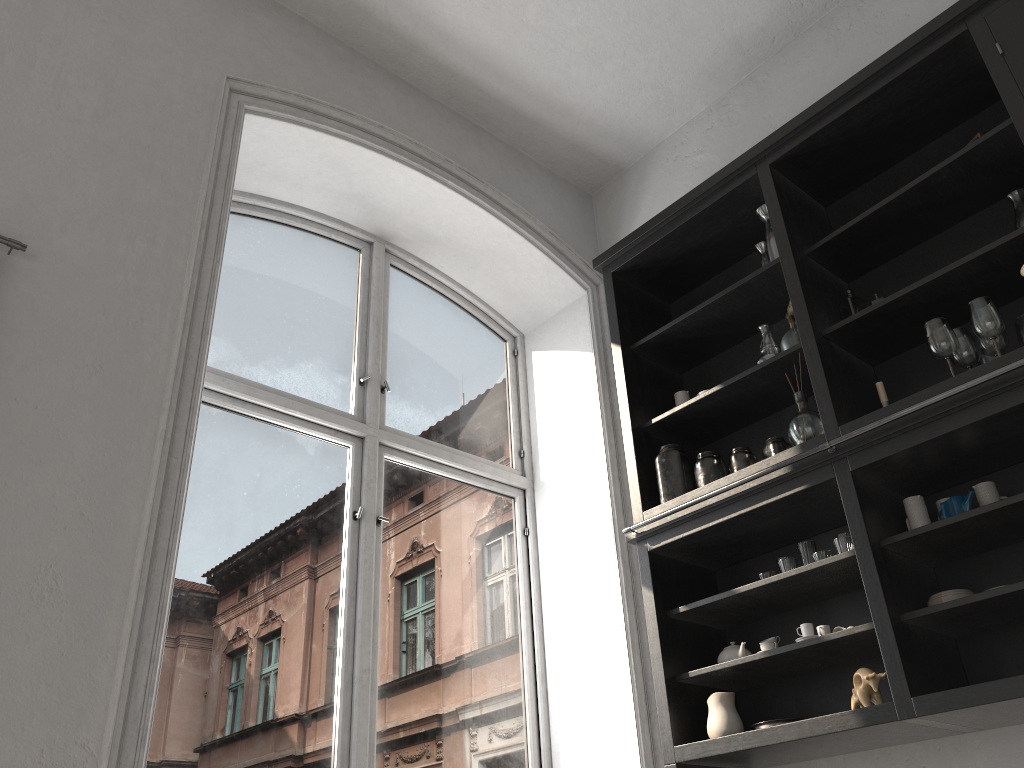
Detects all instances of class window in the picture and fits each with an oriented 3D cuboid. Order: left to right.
[{"bbox_3d":[2.000,0.098,11.224,14.407,15.875,26.457,22,-39,-35],"label":"window"}]

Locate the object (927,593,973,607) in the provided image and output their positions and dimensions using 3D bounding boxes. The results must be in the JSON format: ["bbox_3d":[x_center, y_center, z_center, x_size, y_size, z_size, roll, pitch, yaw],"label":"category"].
[{"bbox_3d":[-1.221,0.770,0.751,5.834,1.835,0.794,18,-37,-32],"label":"object"}]

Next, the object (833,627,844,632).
[{"bbox_3d":[1.008,0.767,2.710,0.049,0.040,0.056,-14,-33,17],"label":"object"}]

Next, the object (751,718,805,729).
[{"bbox_3d":[0.838,1.076,2.754,0.180,0.037,0.180,-21,-35,27],"label":"object"}]

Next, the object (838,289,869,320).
[{"bbox_3d":[1.172,-0.243,3.027,0.084,0.199,0.065,8,-32,-18],"label":"object"}]

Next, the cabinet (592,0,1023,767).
[{"bbox_3d":[1.580,0.346,1.984,0.636,3.569,3.258,22,-39,-35],"label":"cabinet"}]

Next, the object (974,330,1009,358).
[{"bbox_3d":[1.413,-0.095,2.588,0.083,0.220,0.083,23,-39,-36],"label":"object"}]

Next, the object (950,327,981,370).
[{"bbox_3d":[1.359,-0.061,2.641,0.083,0.220,0.083,-26,-38,33],"label":"object"}]

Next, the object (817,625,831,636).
[{"bbox_3d":[0.952,0.768,2.710,0.049,0.054,0.039,6,-32,-15],"label":"object"}]

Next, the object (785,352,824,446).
[{"bbox_3d":[0.958,0.057,2.932,0.134,0.356,0.135,-4,-31,2],"label":"object"}]

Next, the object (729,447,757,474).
[{"bbox_3d":[0.819,0.303,3.127,0.097,0.149,0.097,-24,-36,30],"label":"object"}]

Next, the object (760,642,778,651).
[{"bbox_3d":[0.834,0.860,2.866,0.056,0.033,0.058,-15,-33,19],"label":"object"}]

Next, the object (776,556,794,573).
[{"bbox_3d":[0.923,0.636,2.958,0.060,0.107,0.061,-11,-32,13],"label":"object"}]

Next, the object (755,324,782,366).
[{"bbox_3d":[0.946,-0.115,3.240,0.132,0.218,0.132,-15,-33,19],"label":"object"}]

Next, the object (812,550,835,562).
[{"bbox_3d":[0.977,0.553,2.767,0.071,0.047,0.072,-1,-31,-4],"label":"object"}]

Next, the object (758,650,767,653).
[{"bbox_3d":[0.834,0.873,2.860,0.085,0.017,0.085,-29,-39,36],"label":"object"}]

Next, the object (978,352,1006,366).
[{"bbox_3d":[1.474,-0.035,2.695,0.083,0.220,0.084,3,-31,-10],"label":"object"}]

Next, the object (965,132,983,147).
[{"bbox_3d":[1.504,-0.718,2.904,0.056,0.121,0.167,6,-32,-15],"label":"object"}]

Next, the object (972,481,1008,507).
[{"bbox_3d":[1.394,0.353,2.558,0.082,0.135,0.059,-20,-35,26],"label":"object"}]

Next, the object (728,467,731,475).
[{"bbox_3d":[0.848,0.366,3.258,0.092,0.184,0.092,-10,-31,11],"label":"object"}]

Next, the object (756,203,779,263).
[{"bbox_3d":[1.006,-0.533,3.367,0.097,0.329,0.100,25,-41,-38],"label":"object"}]

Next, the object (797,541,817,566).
[{"bbox_3d":[0.954,0.563,2.839,0.060,0.107,0.061,5,-32,-13],"label":"object"}]

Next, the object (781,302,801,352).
[{"bbox_3d":[1.002,-0.230,3.170,0.123,0.339,0.119,10,-33,-20],"label":"object"}]

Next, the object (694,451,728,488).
[{"bbox_3d":[0.711,0.326,3.161,0.114,0.155,0.114,19,-38,-33],"label":"object"}]

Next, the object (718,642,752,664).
[{"bbox_3d":[0.752,0.922,2.990,0.125,0.099,0.141,-19,-34,24],"label":"object"}]

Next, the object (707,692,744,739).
[{"bbox_3d":[0.680,1.073,2.840,0.116,0.144,0.128,-17,-34,22],"label":"object"}]

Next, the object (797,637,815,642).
[{"bbox_3d":[0.929,0.805,2.755,0.085,0.016,0.085,3,-31,-9],"label":"object"}]

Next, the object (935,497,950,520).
[{"bbox_3d":[1.308,0.413,2.650,0.082,0.135,0.059,4,-32,-13],"label":"object"}]

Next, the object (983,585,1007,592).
[{"bbox_3d":[1.373,0.593,2.471,0.112,0.035,0.113,-3,-31,0],"label":"object"}]

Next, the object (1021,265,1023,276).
[{"bbox_3d":[1.479,-0.230,2.414,0.094,0.266,0.117,-3,-31,-1],"label":"object"}]

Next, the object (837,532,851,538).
[{"bbox_3d":[1.064,0.526,2.788,0.060,0.107,0.061,-14,-32,17],"label":"object"}]

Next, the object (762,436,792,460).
[{"bbox_3d":[0.948,0.281,3.135,0.092,0.184,0.092,12,-34,-24],"label":"object"}]

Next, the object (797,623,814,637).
[{"bbox_3d":[0.924,0.781,2.776,0.039,0.054,0.050,9,-33,-19],"label":"object"}]

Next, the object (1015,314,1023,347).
[{"bbox_3d":[1.540,-0.100,2.592,0.083,0.220,0.083,23,-39,-36],"label":"object"}]

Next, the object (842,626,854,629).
[{"bbox_3d":[1.031,0.756,2.701,0.048,0.041,0.058,-17,-34,21],"label":"object"}]

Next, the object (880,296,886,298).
[{"bbox_3d":[1.296,-0.224,3.047,0.065,0.176,0.085,8,-32,-18],"label":"object"}]

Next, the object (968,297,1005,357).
[{"bbox_3d":[1.358,-0.140,2.509,0.083,0.220,0.084,-5,-31,3],"label":"object"}]

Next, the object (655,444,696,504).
[{"bbox_3d":[0.601,0.345,3.261,0.118,0.237,0.119,-21,-35,28],"label":"object"}]

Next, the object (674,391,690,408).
[{"bbox_3d":[0.675,0.105,3.498,0.059,0.135,0.082,4,-32,-13],"label":"object"}]

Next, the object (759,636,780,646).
[{"bbox_3d":[0.833,0.843,2.876,0.055,0.047,0.058,12,-34,-24],"label":"object"}]

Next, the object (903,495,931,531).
[{"bbox_3d":[1.210,0.410,2.635,0.059,0.135,0.082,-11,-32,13],"label":"object"}]

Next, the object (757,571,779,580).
[{"bbox_3d":[0.848,0.652,2.919,0.071,0.047,0.072,-1,-31,-4],"label":"object"}]

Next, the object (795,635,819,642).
[{"bbox_3d":[0.927,0.800,2.760,0.085,0.016,0.085,-2,-31,-2],"label":"object"}]

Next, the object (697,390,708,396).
[{"bbox_3d":[0.765,0.084,3.434,0.096,0.095,0.096,1,-31,-7],"label":"object"}]

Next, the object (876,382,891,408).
[{"bbox_3d":[1.165,0.061,2.767,0.123,0.160,0.123,16,-36,-29],"label":"object"}]

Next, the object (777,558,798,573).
[{"bbox_3d":[0.898,0.606,2.868,0.064,0.068,0.064,-6,-31,4],"label":"object"}]

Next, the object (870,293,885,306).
[{"bbox_3d":[1.224,-0.251,2.945,0.053,0.124,0.041,-11,-32,12],"label":"object"}]

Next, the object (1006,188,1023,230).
[{"bbox_3d":[1.595,-0.484,2.719,0.110,0.254,0.100,-10,-31,11],"label":"object"}]

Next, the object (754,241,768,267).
[{"bbox_3d":[0.992,-0.441,3.424,0.067,0.231,0.070,25,-41,-38],"label":"object"}]

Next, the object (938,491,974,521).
[{"bbox_3d":[1.283,0.378,2.548,0.082,0.093,0.140,-10,-32,11],"label":"object"}]

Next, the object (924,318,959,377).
[{"bbox_3d":[1.270,-0.086,2.591,0.083,0.220,0.084,3,-31,-10],"label":"object"}]

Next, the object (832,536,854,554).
[{"bbox_3d":[1.024,0.510,2.722,0.064,0.068,0.064,-27,-38,34],"label":"object"}]

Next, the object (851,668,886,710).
[{"bbox_3d":[1.003,0.864,2.501,0.069,0.123,0.174,2,-31,-9],"label":"object"}]
